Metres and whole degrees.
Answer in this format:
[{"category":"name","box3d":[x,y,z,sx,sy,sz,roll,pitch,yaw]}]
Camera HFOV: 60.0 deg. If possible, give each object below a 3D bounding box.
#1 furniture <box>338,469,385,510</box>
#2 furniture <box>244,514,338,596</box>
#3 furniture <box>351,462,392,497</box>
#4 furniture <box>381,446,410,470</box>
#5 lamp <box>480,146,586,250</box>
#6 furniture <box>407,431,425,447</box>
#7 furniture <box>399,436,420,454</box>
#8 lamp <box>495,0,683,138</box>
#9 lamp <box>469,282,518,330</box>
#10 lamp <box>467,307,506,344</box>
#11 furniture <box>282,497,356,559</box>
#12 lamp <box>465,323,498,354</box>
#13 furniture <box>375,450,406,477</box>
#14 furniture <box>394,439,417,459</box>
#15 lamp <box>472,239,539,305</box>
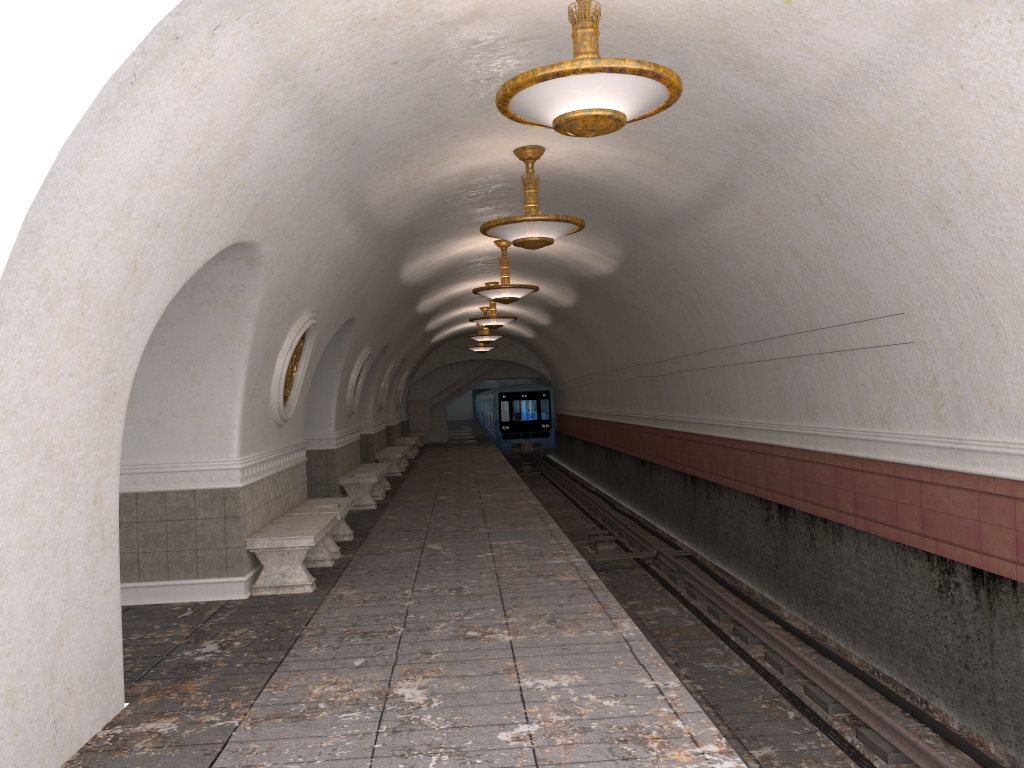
[{"category":"furniture","box3d":[-2.449,1.728,14.584,0.613,0.508,1.509,-2,-1,-3]},{"category":"furniture","box3d":[-2.092,1.625,8.586,0.613,0.508,1.509,-2,-1,-3]},{"category":"furniture","box3d":[-2.549,1.757,16.262,0.613,0.508,1.509,-2,-1,-3]},{"category":"furniture","box3d":[-2.908,1.860,22.272,0.613,0.508,1.509,-2,-1,-3]},{"category":"lamp","box3d":[0.185,-1.753,8.459,1.008,0.955,1.008,-2,-1,-19]},{"category":"furniture","box3d":[-3.537,2.042,32.835,0.613,0.508,1.509,-2,-1,-3]},{"category":"furniture","box3d":[-3.262,1.962,28.223,0.613,0.508,1.509,-2,-1,-3]},{"category":"lamp","box3d":[0.402,-1.815,4.811,1.008,0.955,1.008,-3,-1,42]},{"category":"lamp","box3d":[-0.392,-1.587,18.133,1.008,0.955,1.008,-3,-1,12]},{"category":"lamp","box3d":[-0.679,-1.504,22.952,1.008,0.955,1.008,-3,-1,12]},{"category":"furniture","box3d":[-2.192,1.654,10.265,0.613,0.508,1.509,-2,-1,-3]},{"category":"lamp","box3d":[-0.966,-1.421,27.772,1.008,0.955,1.008,-3,-1,42]},{"category":"furniture","box3d":[-2.808,1.832,20.593,0.613,0.508,1.509,-2,-1,-3]},{"category":"furniture","box3d":[-3.162,1.934,26.544,0.613,0.508,1.509,-2,-1,-3]},{"category":"lamp","box3d":[-0.104,-1.669,13.312,1.008,0.955,1.008,-2,-1,-19]}]
